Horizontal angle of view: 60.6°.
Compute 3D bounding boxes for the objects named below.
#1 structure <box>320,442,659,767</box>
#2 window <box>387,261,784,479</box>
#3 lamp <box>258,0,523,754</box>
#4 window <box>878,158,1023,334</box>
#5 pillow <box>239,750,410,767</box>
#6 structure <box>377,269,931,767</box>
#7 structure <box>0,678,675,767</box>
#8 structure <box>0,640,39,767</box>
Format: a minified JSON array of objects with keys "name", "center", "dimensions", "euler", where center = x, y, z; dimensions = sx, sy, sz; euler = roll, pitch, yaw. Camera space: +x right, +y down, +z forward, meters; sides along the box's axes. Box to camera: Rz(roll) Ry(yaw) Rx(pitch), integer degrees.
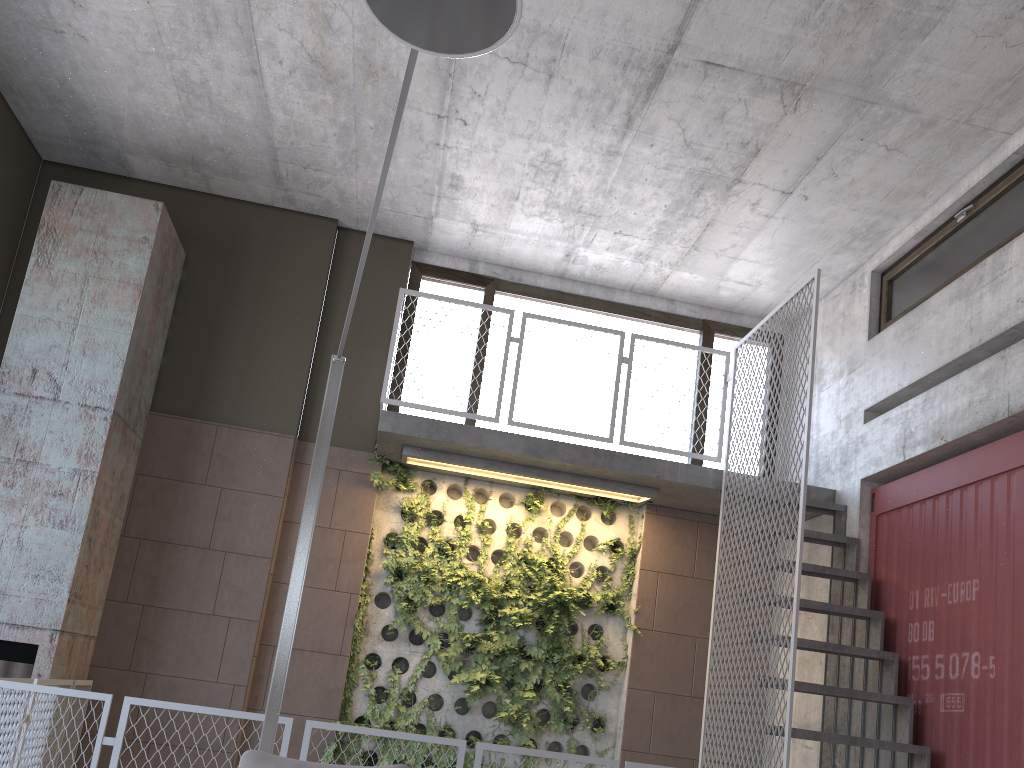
[{"name":"structure","center":[-0.118,2.291,7.102],"dimensions":[2.636,3.687,1.036],"euler":[10,-13,-7]},{"name":"window","center":[0.722,0.052,7.980],"dimensions":[3.577,1.691,0.113],"euler":[10,-13,-7]},{"name":"lamp","center":[-0.622,0.563,3.114],"dimensions":[0.763,3.302,2.699],"euler":[12,-16,-18]},{"name":"window","center":[3.581,-2.014,2.896],"dimensions":[0.114,0.584,8.749],"euler":[9,-20,-6]},{"name":"pillow","center":[-0.625,1.455,2.756],"dimensions":[0.564,0.538,0.228],"euler":[9,-14,-5]},{"name":"structure","center":[0.710,1.489,6.213],"dimensions":[3.695,4.163,3.139],"euler":[10,-15,-7]},{"name":"structure","center":[-0.889,2.720,5.786],"dimensions":[4.441,0.902,1.997],"euler":[10,-19,-7]},{"name":"structure","center":[-3.505,2.154,5.807],"dimensions":[0.578,0.895,0.058],"euler":[10,-13,-7]}]
